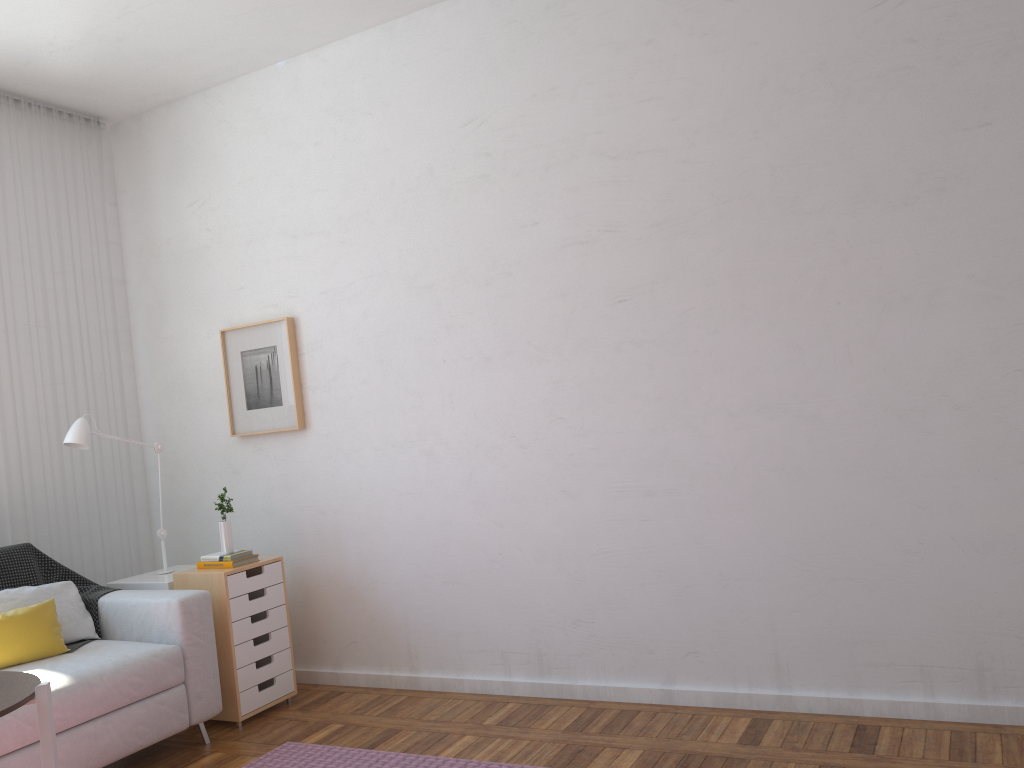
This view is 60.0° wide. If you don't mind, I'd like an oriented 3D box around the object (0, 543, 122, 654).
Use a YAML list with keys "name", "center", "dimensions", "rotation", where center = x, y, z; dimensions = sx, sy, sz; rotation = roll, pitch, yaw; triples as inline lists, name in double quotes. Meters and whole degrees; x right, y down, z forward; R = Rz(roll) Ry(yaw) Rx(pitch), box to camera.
- name: "object"
  center: [-1.976, 0.978, 3.560]
  dimensions: [0.677, 0.648, 0.979]
  rotation: [-6, -1, -3]

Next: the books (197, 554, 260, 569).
- name: "books"
  center: [-1.232, 0.771, 3.853]
  dimensions: [0.211, 0.028, 0.164]
  rotation: [-7, -2, 28]

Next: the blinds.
- name: "blinds"
  center: [-2.264, 0.091, 3.961]
  dimensions: [0.055, 2.886, 1.292]
  rotation: [-7, -1, 28]

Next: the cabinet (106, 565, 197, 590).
- name: "cabinet"
  center: [-1.534, 1.171, 4.089]
  dimensions: [0.400, 0.600, 0.400]
  rotation: [-7, -1, 28]

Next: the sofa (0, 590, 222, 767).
- name: "sofa"
  center: [-2.168, 1.075, 2.680]
  dimensions: [1.004, 0.842, 2.460]
  rotation: [-7, -2, 28]

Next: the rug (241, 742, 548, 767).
- name: "rug"
  center: [-0.390, 1.269, 1.758]
  dimensions: [2.368, 0.008, 2.456]
  rotation: [-7, -2, 28]

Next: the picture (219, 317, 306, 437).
- name: "picture"
  center: [-1.194, -0.027, 4.230]
  dimensions: [0.431, 0.524, 0.050]
  rotation: [-7, -1, 28]

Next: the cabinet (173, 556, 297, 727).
- name: "cabinet"
  center: [-1.196, 1.105, 3.850]
  dimensions: [0.301, 0.643, 0.349]
  rotation: [-7, -1, 28]

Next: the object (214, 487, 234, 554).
- name: "object"
  center: [-1.240, 0.589, 3.842]
  dimensions: [0.085, 0.287, 0.081]
  rotation: [-7, -1, 34]

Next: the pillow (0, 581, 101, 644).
- name: "pillow"
  center: [-1.896, 0.911, 3.400]
  dimensions: [0.301, 0.259, 0.531]
  rotation: [-8, -2, 41]

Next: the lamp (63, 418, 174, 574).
- name: "lamp"
  center: [-1.647, 0.740, 1.886]
  dimensions: [0.332, 1.346, 4.594]
  rotation: [-6, -2, -3]

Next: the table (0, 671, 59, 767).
- name: "table"
  center: [-1.311, 1.033, 1.877]
  dimensions: [0.618, 0.687, 0.617]
  rotation: [-7, -1, 26]

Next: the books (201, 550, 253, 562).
- name: "books"
  center: [-1.236, 0.745, 3.847]
  dimensions: [0.175, 0.024, 0.136]
  rotation: [-7, -2, 28]

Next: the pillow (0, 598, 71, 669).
- name: "pillow"
  center: [-1.830, 0.914, 3.199]
  dimensions: [0.401, 0.194, 0.211]
  rotation: [-5, -2, -45]
